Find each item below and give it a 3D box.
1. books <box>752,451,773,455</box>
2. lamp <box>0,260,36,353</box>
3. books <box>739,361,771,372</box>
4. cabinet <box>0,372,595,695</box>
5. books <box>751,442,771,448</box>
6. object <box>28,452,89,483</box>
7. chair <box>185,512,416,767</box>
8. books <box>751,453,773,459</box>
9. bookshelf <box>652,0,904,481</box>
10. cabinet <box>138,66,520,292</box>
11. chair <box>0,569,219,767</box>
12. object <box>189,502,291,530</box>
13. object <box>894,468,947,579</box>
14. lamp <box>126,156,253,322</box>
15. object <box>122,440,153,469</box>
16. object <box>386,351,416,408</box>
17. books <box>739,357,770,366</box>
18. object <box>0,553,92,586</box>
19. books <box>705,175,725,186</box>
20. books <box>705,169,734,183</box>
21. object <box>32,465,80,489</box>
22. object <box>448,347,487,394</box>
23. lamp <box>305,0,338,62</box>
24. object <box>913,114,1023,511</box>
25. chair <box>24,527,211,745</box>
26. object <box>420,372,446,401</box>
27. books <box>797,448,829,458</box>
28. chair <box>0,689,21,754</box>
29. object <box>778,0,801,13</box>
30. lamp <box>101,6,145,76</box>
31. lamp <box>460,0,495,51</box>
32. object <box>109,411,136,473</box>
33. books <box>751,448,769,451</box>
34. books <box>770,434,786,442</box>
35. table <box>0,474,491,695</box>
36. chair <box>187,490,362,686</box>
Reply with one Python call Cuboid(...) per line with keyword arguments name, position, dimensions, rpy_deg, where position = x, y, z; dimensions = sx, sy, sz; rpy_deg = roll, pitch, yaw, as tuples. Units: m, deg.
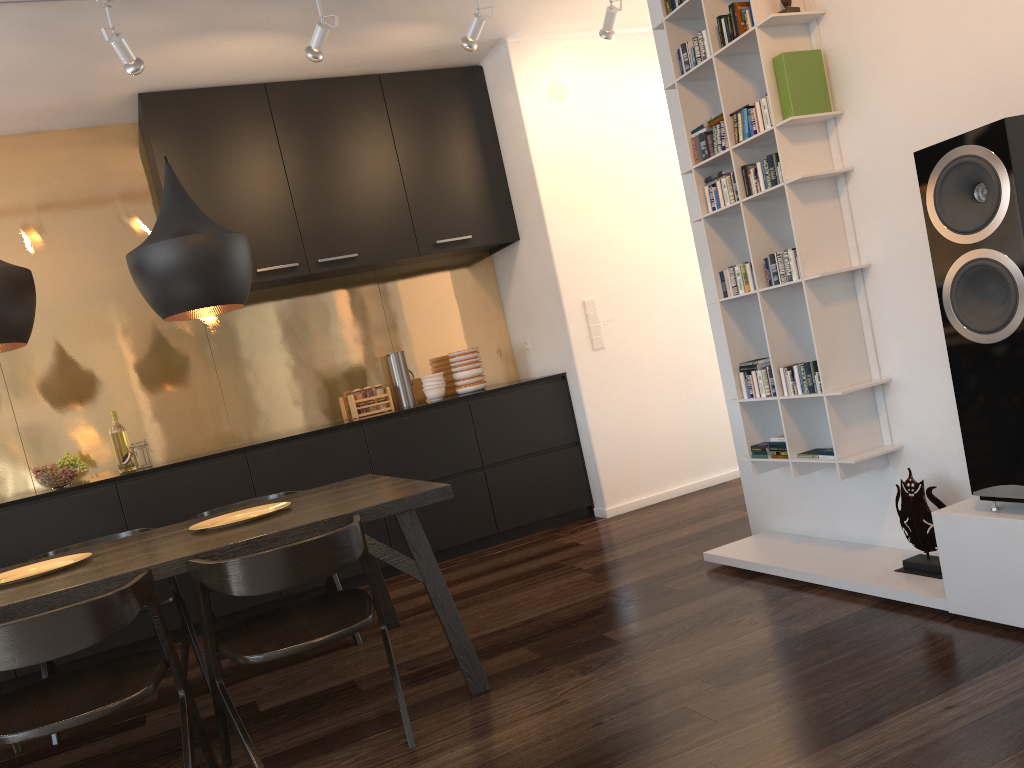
Cuboid(name="books", position=(0.995, 0.261, 3.452), dimensions=(0.069, 0.014, 0.092), rpy_deg=(-13, 2, -23))
Cuboid(name="lamp", position=(-1.752, -0.366, 2.785), dimensions=(0.413, 0.544, 0.406), rpy_deg=(-9, 6, 44))
Cuboid(name="books", position=(0.941, -0.067, 3.422), dimensions=(0.068, 0.023, 0.107), rpy_deg=(-13, 2, -23))
Cuboid(name="cabinet", position=(-1.989, 0.919, 4.699), dimensions=(5.031, 0.906, 0.733), rpy_deg=(-13, 4, -22))
Cuboid(name="books", position=(0.991, 0.238, 3.447), dimensions=(0.068, 0.009, 0.107), rpy_deg=(-13, 2, -23))
Cuboid(name="object", position=(-2.272, 0.436, 4.436), dimensions=(0.237, 0.174, 0.178), rpy_deg=(-15, 4, -38))
Cuboid(name="chair", position=(-0.612, 0.771, 2.617), dimensions=(0.589, 0.675, 0.520), rpy_deg=(-14, 4, -24))
Cuboid(name="books", position=(0.997, 0.275, 3.453), dimensions=(0.074, 0.015, 0.098), rpy_deg=(-13, 2, -23))
Cuboid(name="bookshelf", position=(0.922, -0.688, 3.223), dimensions=(0.225, 2.087, 0.639), rpy_deg=(-15, 6, -23))
Cuboid(name="cabinet", position=(-1.028, -1.176, 5.189), dimensions=(1.943, 1.057, 0.532), rpy_deg=(-13, 5, -22))
Cuboid(name="chair", position=(-1.162, 0.899, 2.388), dimensions=(0.589, 0.675, 0.520), rpy_deg=(-14, 4, -22))
Cuboid(name="object", position=(-0.958, 0.472, 3.131), dimensions=(0.354, 0.017, 0.356), rpy_deg=(-13, 1, -19))
Cuboid(name="object", position=(1.333, 0.439, 2.878), dimensions=(0.121, 0.352, 0.213), rpy_deg=(-15, 5, -22))
Cuboid(name="lamp", position=(-1.125, -0.512, 3.046), dimensions=(0.413, 0.544, 0.406), rpy_deg=(-11, 4, 25))
Cuboid(name="object", position=(-2.016, 0.382, 4.760), dimensions=(0.088, 0.152, 0.175), rpy_deg=(-8, 5, 45))
Cuboid(name="object", position=(-0.673, -0.029, 5.481), dimensions=(0.163, 0.342, 0.114), rpy_deg=(-14, 5, -19))
Cuboid(name="books", position=(0.953, -0.087, 3.425), dimensions=(0.092, 0.012, 0.112), rpy_deg=(-13, 2, -23))
Cuboid(name="object", position=(-1.557, 0.611, 2.881), dimensions=(0.352, 0.017, 0.358), rpy_deg=(-14, 2, -42))
Cuboid(name="books", position=(0.805, -0.775, 3.360), dimensions=(0.092, 0.012, 0.112), rpy_deg=(-13, 2, -23))
Cuboid(name="books", position=(0.804, -0.791, 3.362), dimensions=(0.095, 0.022, 0.112), rpy_deg=(-13, 2, -23))
Cuboid(name="object", position=(-2.279, 0.476, 4.448), dimensions=(0.220, 0.097, 0.216), rpy_deg=(-12, 2, 25))
Cuboid(name="object", position=(-0.279, -0.080, 5.561), dimensions=(0.199, 0.266, 0.196), rpy_deg=(-9, 5, 42))
Cuboid(name="lamp", position=(-0.833, -1.570, 3.895), dimensions=(0.252, 0.241, 0.084), rpy_deg=(-10, 6, 38))
Cuboid(name="object", position=(1.358, -0.168, 2.345), dimensions=(0.279, 1.009, 0.295), rpy_deg=(-15, 6, -22))
Cuboid(name="chair", position=(-1.595, 0.967, 3.547), dimensions=(0.589, 0.675, 0.520), rpy_deg=(-14, 4, -24))
Cuboid(name="object", position=(-0.482, 0.020, 5.500), dimensions=(0.158, 0.161, 0.153), rpy_deg=(-12, 4, 6))
Cuboid(name="books", position=(1.121, 0.253, 3.244), dimensions=(0.092, 0.012, 0.112), rpy_deg=(-13, 2, -23))
Cuboid(name="chair", position=(-2.244, 1.116, 3.307), dimensions=(0.589, 0.675, 0.521), rpy_deg=(-14, 4, -26))
Cuboid(name="object", position=(0.904, -1.275, 2.912), dimensions=(0.064, 0.141, 0.046), rpy_deg=(-15, 6, -31))
Cuboid(name="lamp", position=(-1.283, -0.657, 4.422), dimensions=(0.089, 1.858, 1.819), rpy_deg=(-11, 4, 11))
Cuboid(name="lamp", position=(-0.159, -1.727, 4.177), dimensions=(0.252, 0.241, 0.084), rpy_deg=(-9, 6, 43))
Cuboid(name="object", position=(-2.159, 0.315, 4.873), dimensions=(0.092, 0.341, 0.091), rpy_deg=(-9, 6, 34))
Cuboid(name="books", position=(0.990, 0.248, 3.452), dimensions=(0.069, 0.015, 0.092), rpy_deg=(-13, 2, -23))
Cuboid(name="books", position=(1.032, 0.203, 3.334), dimensions=(0.069, 0.014, 0.092), rpy_deg=(-13, 2, -23))
Cuboid(name="table", position=(-1.453, 0.946, 2.886), dimensions=(2.484, 0.683, 1.108), rpy_deg=(-13, 3, -22))
Cuboid(name="chair", position=(-1.049, 0.840, 3.774), dimensions=(0.589, 0.675, 0.520), rpy_deg=(-14, 4, -23))
